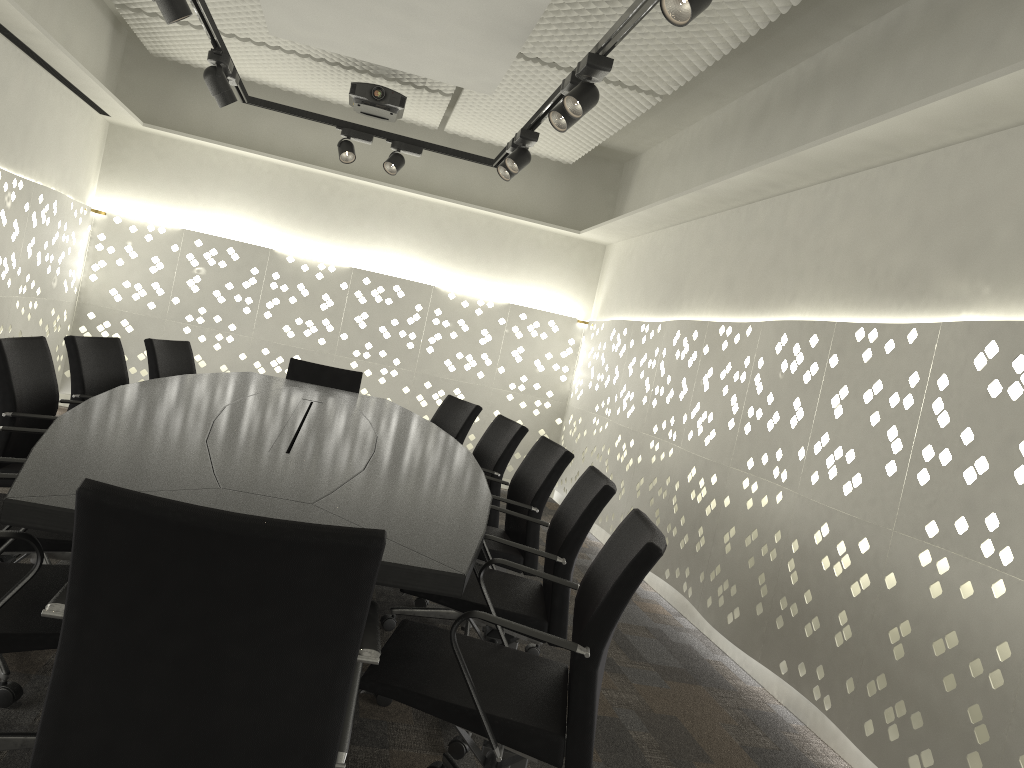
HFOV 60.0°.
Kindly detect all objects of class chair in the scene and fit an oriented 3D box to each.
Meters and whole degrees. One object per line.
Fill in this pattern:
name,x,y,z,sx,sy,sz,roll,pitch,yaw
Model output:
chair,-1.537,0.222,3.552,0.579,0.757,0.559,12,2,4
chair,-0.267,0.488,3.834,0.579,0.757,0.559,12,2,-11
chair,-1.042,0.392,1.689,0.579,0.757,0.559,12,2,-21
chair,-0.499,0.416,4.474,0.579,0.757,0.559,12,2,-21
chair,-0.008,0.612,1.823,0.579,0.757,0.559,13,2,9
chair,-0.027,0.585,2.515,0.579,0.757,0.559,12,2,4
chair,-0.113,0.544,3.184,0.579,0.757,0.559,12,2,-6
chair,-0.504,0.518,1.426,0.559,0.757,0.579,12,2,-6
chair,-1.468,0.258,2.919,0.579,0.757,0.559,12,2,-6
chair,-1.533,0.198,4.289,0.579,0.757,0.559,13,2,9
chair,-1.269,0.324,2.257,0.579,0.757,0.559,12,2,-11
chair,-1.078,0.278,4.843,0.559,0.757,0.579,12,2,-6

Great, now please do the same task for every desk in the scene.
desk,-0.796,0.450,3.091,1.223,0.658,3.364,12,2,-11

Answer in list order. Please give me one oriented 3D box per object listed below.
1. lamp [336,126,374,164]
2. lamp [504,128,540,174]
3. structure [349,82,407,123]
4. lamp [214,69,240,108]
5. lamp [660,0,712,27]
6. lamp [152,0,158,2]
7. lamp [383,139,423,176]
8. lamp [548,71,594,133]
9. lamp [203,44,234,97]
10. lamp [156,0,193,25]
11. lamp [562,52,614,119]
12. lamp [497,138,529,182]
lamp,-0.888,-1.331,4.927,0.213,0.224,0.126,12,2,-8
lamp,0.039,-1.105,4.184,0.126,0.224,0.213,12,2,-8
structure,-0.798,-1.668,5.250,0.327,0.144,0.371,12,2,-11
lamp,-1.345,-1.406,4.189,0.126,0.224,0.213,12,2,-8
lamp,0.423,-0.950,2.059,0.126,0.224,0.213,12,2,-8
lamp,-1.091,-1.303,2.785,0.126,0.224,0.213,12,2,-8
lamp,-0.616,-1.274,4.990,0.214,0.224,0.118,11,2,-22
lamp,0.209,-1.036,3.244,0.126,0.224,0.213,12,2,-8
lamp,-1.306,-1.390,3.970,0.126,0.224,0.213,12,2,-8
lamp,-1.131,-1.319,3.004,0.126,0.224,0.213,12,2,-8
lamp,0.249,-1.020,3.024,0.126,0.224,0.213,12,2,-8
lamp,0.000,-1.121,4.403,0.126,0.224,0.213,12,2,-8
